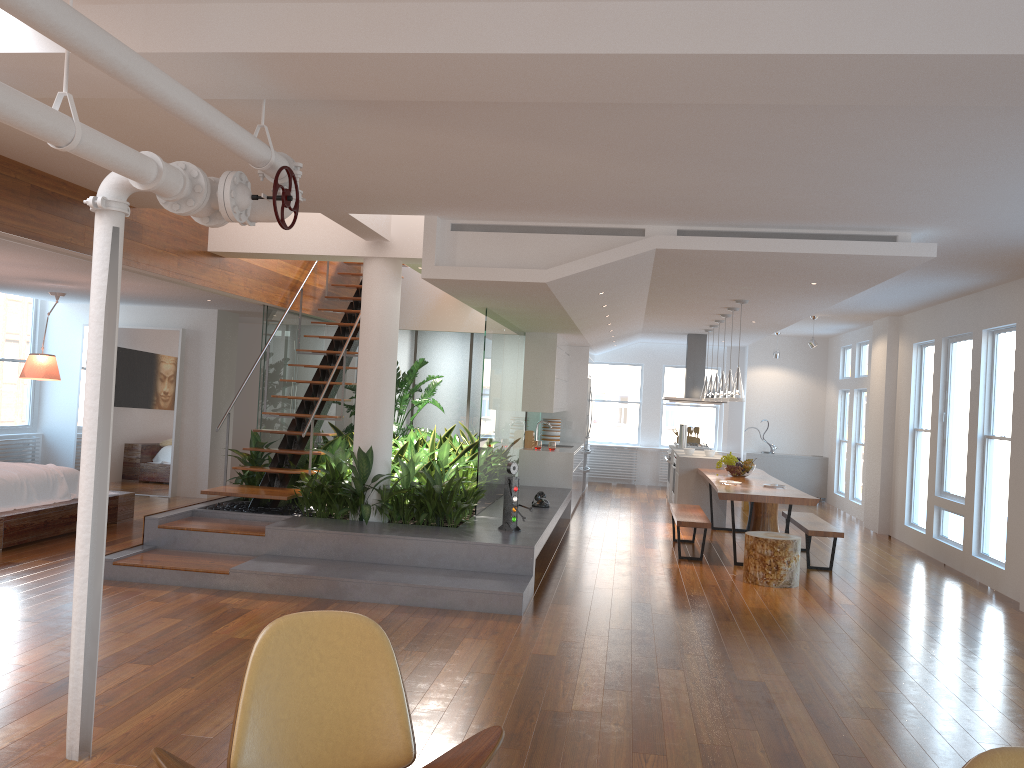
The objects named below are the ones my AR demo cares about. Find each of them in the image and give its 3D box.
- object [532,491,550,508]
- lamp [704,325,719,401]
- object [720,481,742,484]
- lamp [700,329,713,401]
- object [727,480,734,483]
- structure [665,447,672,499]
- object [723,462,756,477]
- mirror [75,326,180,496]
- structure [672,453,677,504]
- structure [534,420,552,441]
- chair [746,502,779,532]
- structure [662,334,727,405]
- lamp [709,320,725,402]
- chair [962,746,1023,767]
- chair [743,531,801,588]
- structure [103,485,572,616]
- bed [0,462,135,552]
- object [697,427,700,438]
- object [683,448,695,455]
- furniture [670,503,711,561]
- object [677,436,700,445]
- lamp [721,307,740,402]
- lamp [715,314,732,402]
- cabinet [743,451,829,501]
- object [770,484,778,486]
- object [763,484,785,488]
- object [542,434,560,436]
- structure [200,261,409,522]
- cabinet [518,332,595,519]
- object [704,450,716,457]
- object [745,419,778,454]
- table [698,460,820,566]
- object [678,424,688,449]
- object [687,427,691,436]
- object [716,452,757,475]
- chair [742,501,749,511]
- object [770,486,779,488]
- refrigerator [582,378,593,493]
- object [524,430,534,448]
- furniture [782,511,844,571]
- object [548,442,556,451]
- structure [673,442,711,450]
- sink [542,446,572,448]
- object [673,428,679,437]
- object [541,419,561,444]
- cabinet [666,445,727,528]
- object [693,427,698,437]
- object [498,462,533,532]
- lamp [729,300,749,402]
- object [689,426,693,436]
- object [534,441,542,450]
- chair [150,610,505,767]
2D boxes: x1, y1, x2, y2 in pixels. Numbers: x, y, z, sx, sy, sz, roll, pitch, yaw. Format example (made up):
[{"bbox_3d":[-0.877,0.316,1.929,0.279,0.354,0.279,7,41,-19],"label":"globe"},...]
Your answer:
[{"bbox_3d":[0.277,1.161,8.955,0.216,0.155,0.181,3,-1,-28],"label":"object"},{"bbox_3d":[2.607,-0.306,11.544,0.160,1.060,0.160,3,-1,35],"label":"lamp"},{"bbox_3d":[2.208,0.999,8.966,0.222,0.020,0.222,4,-1,-42],"label":"object"},{"bbox_3d":[2.702,-0.292,12.261,0.160,1.060,0.160,3,-1,35],"label":"lamp"},{"bbox_3d":[2.209,0.993,8.966,0.070,0.030,0.079,3,-1,-29],"label":"object"},{"bbox_3d":[2.611,1.342,13.240,0.649,0.735,0.890,3,-1,8],"label":"structure"},{"bbox_3d":[2.536,0.964,9.907,0.360,0.159,0.360,3,-1,-29],"label":"object"},{"bbox_3d":[-4.792,0.327,11.017,1.267,2.044,0.049,3,-1,8],"label":"mirror"},{"bbox_3d":[2.182,1.260,11.874,0.072,0.648,0.644,3,-1,8],"label":"structure"},{"bbox_3d":[0.428,0.765,12.208,0.248,0.536,0.115,3,-1,8],"label":"structure"},{"bbox_3d":[3.041,1.554,10.725,0.396,0.455,0.402,3,-1,-2],"label":"chair"},{"bbox_3d":[2.746,-0.410,13.239,0.909,1.405,0.900,3,-1,8],"label":"structure"},{"bbox_3d":[2.512,-0.319,10.828,0.160,1.060,0.160,3,-1,35],"label":"lamp"},{"bbox_3d":[1.079,1.205,1.591,0.867,0.752,0.856,3,-1,-32],"label":"chair"},{"bbox_3d":[2.224,1.496,7.590,0.460,0.400,0.460,3,-1,18],"label":"chair"},{"bbox_3d":[-1.082,1.359,8.954,3.088,0.386,5.584,3,-1,8],"label":"structure"},{"bbox_3d":[-5.136,1.016,8.111,2.314,0.595,2.207,3,-1,8],"label":"bed"},{"bbox_3d":[2.864,0.812,13.688,0.057,0.294,0.030,3,-1,8],"label":"object"},{"bbox_3d":[2.279,0.871,11.413,0.152,0.082,0.152,4,-1,-43],"label":"object"},{"bbox_3d":[1.787,1.498,8.999,0.316,0.389,1.433,3,-1,8],"label":"furniture"},{"bbox_3d":[2.724,0.883,13.695,0.353,0.157,0.084,3,-1,8],"label":"object"},{"bbox_3d":[2.321,-0.346,9.395,0.160,1.060,0.160,3,-1,35],"label":"lamp"},{"bbox_3d":[2.417,-0.333,10.111,0.160,1.060,0.160,3,-1,35],"label":"lamp"},{"bbox_3d":[4.522,1.533,14.741,1.309,0.725,0.420,3,-1,8],"label":"cabinet"},{"bbox_3d":[2.620,1.014,8.863,0.070,0.030,0.079,4,-1,-39],"label":"object"},{"bbox_3d":[2.620,1.020,8.863,0.222,0.020,0.222,3,-1,0],"label":"object"},{"bbox_3d":[0.576,0.771,13.137,0.284,0.196,0.265,4,-1,-40],"label":"object"},{"bbox_3d":[-1.094,-0.722,9.663,2.552,4.265,4.591,3,-1,8],"label":"structure"},{"bbox_3d":[0.744,0.557,13.183,0.676,2.280,4.565,3,-1,8],"label":"cabinet"},{"bbox_3d":[2.510,0.882,11.257,0.152,0.082,0.152,3,-1,-32],"label":"object"},{"bbox_3d":[4.170,0.869,14.756,0.590,0.563,0.210,3,-1,-21],"label":"object"},{"bbox_3d":[2.673,1.407,10.905,0.893,0.704,5.996,3,-1,8],"label":"table"},{"bbox_3d":[2.482,0.761,12.818,0.172,0.356,0.120,3,-1,-34],"label":"object"},{"bbox_3d":[2.730,0.804,13.706,0.061,0.299,0.040,3,-1,5],"label":"object"},{"bbox_3d":[2.516,0.900,9.925,0.394,0.284,0.292,3,-1,-28],"label":"object"},{"bbox_3d":[3.537,1.612,12.892,0.344,0.430,0.549,3,-1,12],"label":"chair"},{"bbox_3d":[2.619,1.018,8.756,0.158,0.017,0.019,3,-1,3],"label":"object"},{"bbox_3d":[0.884,0.789,13.909,0.725,1.772,0.908,3,-1,8],"label":"refrigerator"},{"bbox_3d":[0.229,0.716,11.484,0.104,0.222,0.200,3,-1,8],"label":"object"},{"bbox_3d":[2.967,1.559,8.841,0.316,0.389,1.433,3,-1,8],"label":"furniture"},{"bbox_3d":[0.504,0.781,11.125,0.094,0.106,0.094,3,-1,13],"label":"object"},{"bbox_3d":[2.676,0.919,13.251,0.520,0.073,0.650,3,-1,8],"label":"structure"},{"bbox_3d":[0.607,0.971,12.151,0.449,0.192,0.666,3,-1,8],"label":"sink"},{"bbox_3d":[2.575,0.813,13.724,0.199,0.259,0.016,3,-1,18],"label":"object"},{"bbox_3d":[0.563,0.683,12.751,0.267,0.356,0.266,3,-1,33],"label":"object"},{"bbox_3d":[2.530,1.352,12.334,0.597,0.832,2.936,3,-1,8],"label":"cabinet"},{"bbox_3d":[2.825,0.809,13.676,0.068,0.298,0.039,3,-1,8],"label":"object"},{"bbox_3d":[0.045,0.928,7.258,0.318,0.565,0.134,2,-1,44],"label":"object"},{"bbox_3d":[2.226,-0.360,8.678,0.160,1.060,0.160,3,-1,35],"label":"lamp"},{"bbox_3d":[2.761,0.805,13.682,0.057,0.299,0.019,3,-1,8],"label":"object"},{"bbox_3d":[0.330,0.772,11.196,0.094,0.106,0.094,3,-1,13],"label":"object"},{"bbox_3d":[-0.461,1.134,2.522,0.856,0.752,0.867,3,-1,13],"label":"chair"}]
